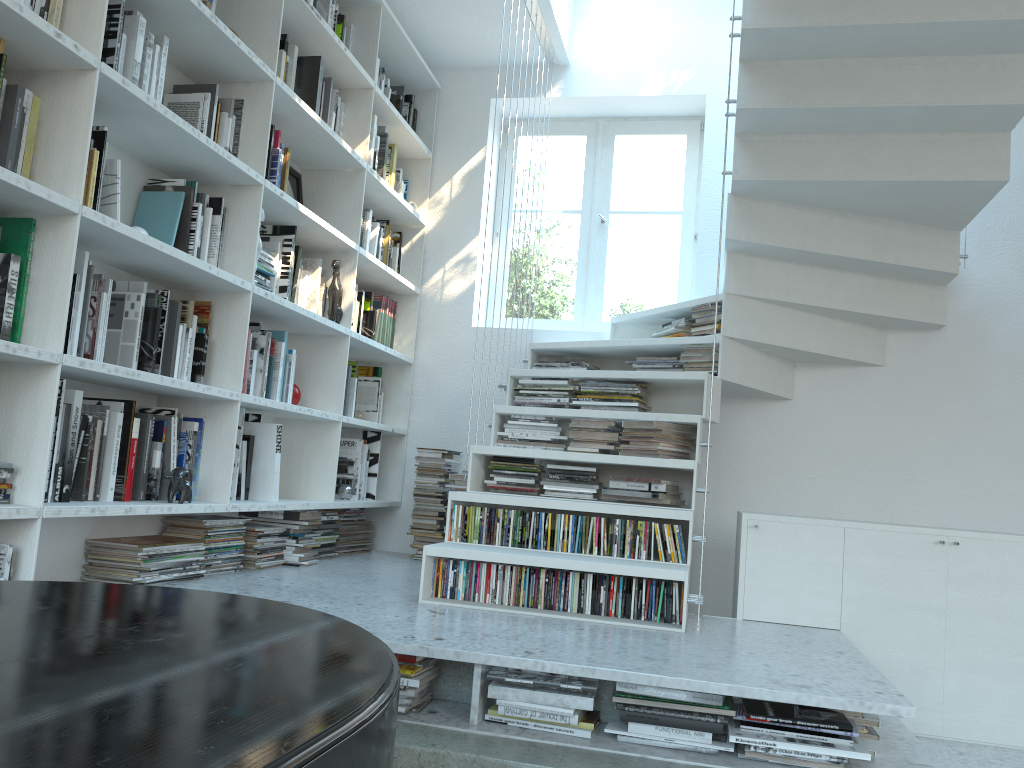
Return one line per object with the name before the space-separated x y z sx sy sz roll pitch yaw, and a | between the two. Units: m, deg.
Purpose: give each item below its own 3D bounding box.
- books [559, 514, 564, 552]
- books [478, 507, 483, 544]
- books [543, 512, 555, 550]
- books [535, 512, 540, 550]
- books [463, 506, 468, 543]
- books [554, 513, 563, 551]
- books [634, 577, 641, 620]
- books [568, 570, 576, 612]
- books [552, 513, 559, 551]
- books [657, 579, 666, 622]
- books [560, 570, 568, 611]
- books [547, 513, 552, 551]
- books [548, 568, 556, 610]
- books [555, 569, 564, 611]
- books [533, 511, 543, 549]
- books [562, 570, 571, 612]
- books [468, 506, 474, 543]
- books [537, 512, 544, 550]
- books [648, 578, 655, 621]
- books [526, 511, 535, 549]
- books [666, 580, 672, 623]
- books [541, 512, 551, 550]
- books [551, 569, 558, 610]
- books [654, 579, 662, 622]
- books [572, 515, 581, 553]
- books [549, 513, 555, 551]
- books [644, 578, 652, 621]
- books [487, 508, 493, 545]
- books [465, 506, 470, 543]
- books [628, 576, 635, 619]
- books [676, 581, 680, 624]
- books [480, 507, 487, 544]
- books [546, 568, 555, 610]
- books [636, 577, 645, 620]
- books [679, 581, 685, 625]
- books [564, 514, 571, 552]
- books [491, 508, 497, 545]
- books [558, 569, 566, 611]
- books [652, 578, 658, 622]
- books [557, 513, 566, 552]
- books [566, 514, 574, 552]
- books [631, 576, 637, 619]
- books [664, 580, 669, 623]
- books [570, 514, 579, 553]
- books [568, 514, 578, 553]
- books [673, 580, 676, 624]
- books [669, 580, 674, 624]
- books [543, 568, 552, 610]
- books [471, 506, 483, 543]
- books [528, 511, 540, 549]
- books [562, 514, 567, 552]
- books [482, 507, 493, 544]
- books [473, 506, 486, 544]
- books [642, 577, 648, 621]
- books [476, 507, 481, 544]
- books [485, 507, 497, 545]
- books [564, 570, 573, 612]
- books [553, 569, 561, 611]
books | 0.179 0.508 3.038 0.008 0.125 0.125 3 -6 13
books | -0.095 0.493 3.100 0.007 0.125 0.125 3 -6 13
books | 0.128 0.505 3.049 0.014 0.125 0.125 3 -6 13
books | 0.098 0.504 3.056 0.009 0.125 0.125 3 -6 13
books | -0.146 0.490 3.112 0.007 0.125 0.125 3 -6 13
books | 0.162 0.507 3.042 0.007 0.125 0.125 3 -6 13
books | 0.399 0.677 2.817 0.010 0.125 0.125 3 -6 13
books | 0.197 0.666 2.863 0.008 0.125 0.125 3 -6 13
books | 0.155 0.507 3.043 0.007 0.125 0.125 3 -6 13
books | 0.472 0.681 2.800 0.016 0.125 0.125 3 -6 13
books | 0.174 0.664 2.868 0.008 0.125 0.125 3 -6 13
books | 0.139 0.506 3.047 0.010 0.125 0.125 3 -6 13
books | 0.137 0.662 2.877 0.008 0.125 0.125 3 -6 13
books | 0.158 0.664 2.872 0.007 0.125 0.125 3 -6 13
books | 0.090 0.503 3.058 0.010 0.125 0.125 3 -6 13
books | 0.181 0.665 2.866 0.010 0.125 0.125 3 -6 13
books | -0.130 0.491 3.108 0.010 0.125 0.125 3 -6 13
books | 0.107 0.504 3.054 0.007 0.125 0.125 3 -6 13
books | 0.442 0.679 2.807 0.009 0.125 0.125 3 -6 13
books | 0.069 0.502 3.063 0.008 0.125 0.125 3 -6 13
books | 0.495 0.682 2.795 0.009 0.125 0.125 3 -6 13
books | 0.117 0.505 3.052 0.010 0.125 0.125 3 -6 13
books | 0.144 0.663 2.875 0.008 0.125 0.125 3 -6 13
books | 0.462 0.680 2.803 0.009 0.125 0.125 3 -6 13
books | 0.223 0.510 3.028 0.008 0.125 0.125 3 -6 13
books | 0.147 0.506 3.045 0.007 0.125 0.125 3 -6 13
books | 0.433 0.679 2.809 0.013 0.125 0.125 3 -6 13
books | -0.064 0.495 3.093 0.010 0.125 0.125 3 -6 13
books | -0.139 0.491 3.110 0.008 0.125 0.125 3 -6 13
books | 0.381 0.676 2.821 0.009 0.125 0.125 3 -6 13
books | 0.522 0.684 2.789 0.018 0.125 0.125 3 -6 13
books | -0.088 0.493 3.098 0.007 0.125 0.125 3 -6 13
books | 0.130 0.662 2.878 0.008 0.125 0.125 3 -6 13
books | 0.411 0.677 2.814 0.014 0.125 0.125 3 -6 13
books | 0.536 0.684 2.786 0.009 0.125 0.125 3 -6 13
books | 0.194 0.509 3.034 0.008 0.125 0.125 3 -6 13
books | -0.053 0.495 3.091 0.010 0.125 0.125 3 -6 13
books | 0.166 0.664 2.870 0.008 0.125 0.125 3 -6 13
books | 0.452 0.680 2.805 0.011 0.125 0.125 3 -6 13
books | 0.170 0.508 3.040 0.010 0.125 0.125 3 -6 13
books | 0.201 0.509 3.033 0.008 0.125 0.125 3 -6 13
books | 0.390 0.676 2.819 0.007 0.125 0.125 3 -6 13
books | 0.487 0.682 2.797 0.013 0.125 0.125 3 -6 13
books | 0.216 0.510 3.029 0.007 0.125 0.125 3 -6 13
books | 0.208 0.510 3.031 0.008 0.125 0.125 3 -6 13
books | 0.512 0.683 2.791 0.012 0.125 0.125 3 -6 13
books | 0.503 0.682 2.793 0.007 0.125 0.125 3 -6 13
books | 0.122 0.662 2.880 0.008 0.125 0.125 3 -6 13
books | -0.121 0.492 3.106 0.012 0.125 0.125 3 -6 13
books | 0.079 0.503 3.060 0.012 0.125 0.125 3 -6 13
books | 0.187 0.508 3.036 0.008 0.125 0.125 3 -6 13
books | -0.080 0.494 3.097 0.008 0.125 0.125 3 -6 13
books | -0.111 0.492 3.104 0.008 0.125 0.125 3 -6 13
books | 0.422 0.678 2.812 0.010 0.125 0.125 3 -6 13
books | -0.102 0.493 3.102 0.007 0.125 0.125 3 -6 13
books | -0.073 0.494 3.095 0.008 0.125 0.125 3 -6 13
books | 0.188 0.665 2.865 0.010 0.125 0.125 3 -6 13
books | 0.151 0.663 2.873 0.008 0.125 0.125 3 -6 13
